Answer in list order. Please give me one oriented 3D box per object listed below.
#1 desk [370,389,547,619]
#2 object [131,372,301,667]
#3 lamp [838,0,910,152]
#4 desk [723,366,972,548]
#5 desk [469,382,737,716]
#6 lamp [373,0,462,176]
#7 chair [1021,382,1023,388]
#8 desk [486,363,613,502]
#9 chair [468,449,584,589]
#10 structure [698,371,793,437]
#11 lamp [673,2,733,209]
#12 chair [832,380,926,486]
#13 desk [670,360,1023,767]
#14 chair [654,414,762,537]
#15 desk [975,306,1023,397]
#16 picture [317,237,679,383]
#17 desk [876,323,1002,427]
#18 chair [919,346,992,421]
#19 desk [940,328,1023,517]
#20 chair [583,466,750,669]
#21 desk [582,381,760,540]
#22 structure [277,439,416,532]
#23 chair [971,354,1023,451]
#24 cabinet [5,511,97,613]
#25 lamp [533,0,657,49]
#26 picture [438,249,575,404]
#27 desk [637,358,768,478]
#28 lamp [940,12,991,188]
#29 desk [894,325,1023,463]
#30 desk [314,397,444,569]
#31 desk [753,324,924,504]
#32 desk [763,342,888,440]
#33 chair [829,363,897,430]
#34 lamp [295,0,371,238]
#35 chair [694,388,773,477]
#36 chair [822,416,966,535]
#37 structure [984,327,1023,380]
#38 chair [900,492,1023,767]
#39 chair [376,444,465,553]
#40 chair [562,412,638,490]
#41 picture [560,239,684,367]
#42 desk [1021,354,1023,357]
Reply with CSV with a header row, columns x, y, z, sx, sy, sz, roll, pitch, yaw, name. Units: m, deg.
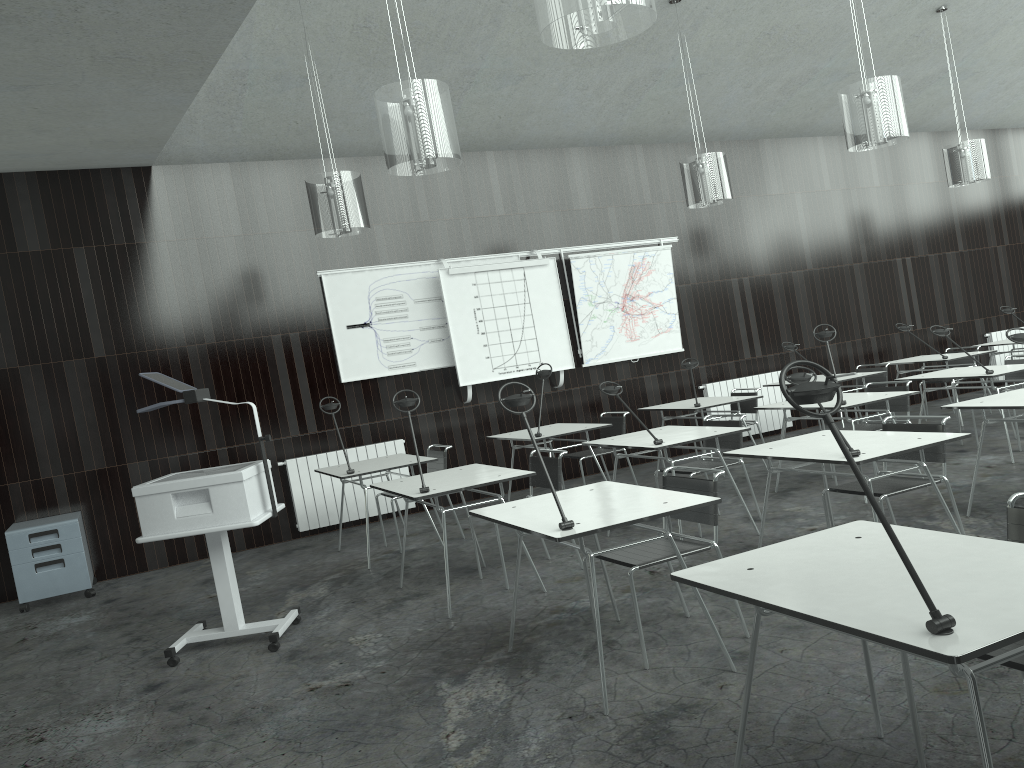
x,y,z,sx,sy,sz,roll,pitch,yaw,name
-0.351,0.658,5.049,0.700,1.321,0.900,-10,2,-24,desk
-1.543,0.707,4.640,0.680,1.639,0.559,-9,2,0,object
2.054,-2.768,5.386,0.359,2.307,0.350,-10,2,-24,lamp
1.576,0.456,4.215,0.700,1.153,0.900,-10,2,-24,desk
0.307,0.603,3.589,0.700,1.321,0.900,-10,2,-23,desk
-0.602,-2.288,4.191,0.359,2.307,0.350,-10,2,-24,lamp
5.860,-0.252,9.646,0.555,0.765,0.428,-10,2,-25,chair
0.292,0.476,7.136,0.700,1.321,0.900,-10,2,-25,desk
0.071,0.861,5.230,0.555,0.765,0.428,-10,2,-26,chair
2.520,0.264,9.530,1.129,0.688,0.079,-10,2,-24,structure
1.414,-2.443,6.938,0.359,1.761,0.350,-10,2,-24,lamp
2.621,0.399,6.417,0.555,0.765,0.428,-10,2,-28,chair
0.924,0.555,2.123,0.700,1.321,0.900,-10,2,-24,desk
1.265,0.645,5.786,0.555,0.765,0.428,-10,2,-27,chair
5.531,-0.386,9.482,0.700,1.153,0.900,-10,2,-25,desk
0.110,-0.860,8.522,3.818,1.102,0.050,-10,2,-24,picture
4.248,-0.154,8.886,0.700,1.153,0.900,-10,2,-24,desk
4.499,-0.006,9.039,0.555,0.765,0.428,-10,2,-27,chair
2.936,0.213,4.757,0.700,1.153,0.900,-10,2,-23,desk
0.630,0.824,3.735,0.555,0.765,0.428,-10,2,-25,chair
0.974,0.504,5.617,0.700,1.153,0.900,-10,2,-24,desk
-1.425,0.977,7.755,1.129,0.688,0.079,-10,2,-24,structure
3.984,0.152,7.023,0.555,0.765,0.428,-10,2,-24,chair
-3.408,1.448,6.582,0.502,0.648,0.598,-10,2,-25,cabinet
0.032,-2.611,2.653,0.359,2.848,0.350,-10,2,-24,lamp
-0.065,-0.627,8.319,1.191,1.508,0.254,-10,2,-24,picture
1.634,0.320,7.682,0.700,1.153,0.900,-10,2,-24,desk
4.071,-2.923,8.134,0.359,1.761,0.350,-10,2,-24,lamp
3.574,0.032,6.845,0.700,1.153,0.900,-10,2,-24,desk
-1.004,0.712,6.499,0.700,1.321,0.900,-10,2,-24,desk
2.274,0.182,6.257,0.700,1.321,0.900,-10,2,-24,desk
2.936,0.083,8.308,0.700,1.153,0.900,-10,2,-25,desk
3.342,0.204,8.492,0.555,0.765,0.428,-10,2,-25,chair
-1.242,-1.963,5.743,0.359,1.761,0.350,-10,2,-24,lamp
1.927,0.461,7.821,0.555,0.765,0.428,-10,2,-21,chair
1.869,0.597,4.354,0.555,0.765,0.428,-10,2,-24,chair
6.464,-0.450,11.305,1.129,0.688,0.079,-10,2,-24,structure
1.355,0.757,2.291,0.555,0.765,0.428,-10,2,-22,chair
-0.698,0.936,6.644,0.555,0.765,0.428,-10,2,-26,chair
0.710,0.679,7.326,0.555,0.765,0.428,-10,2,-25,chair
1.150,-0.908,8.910,1.211,1.342,0.163,-10,2,-24,picture
4.875,-0.203,7.417,0.700,1.153,0.900,-10,2,-25,desk
